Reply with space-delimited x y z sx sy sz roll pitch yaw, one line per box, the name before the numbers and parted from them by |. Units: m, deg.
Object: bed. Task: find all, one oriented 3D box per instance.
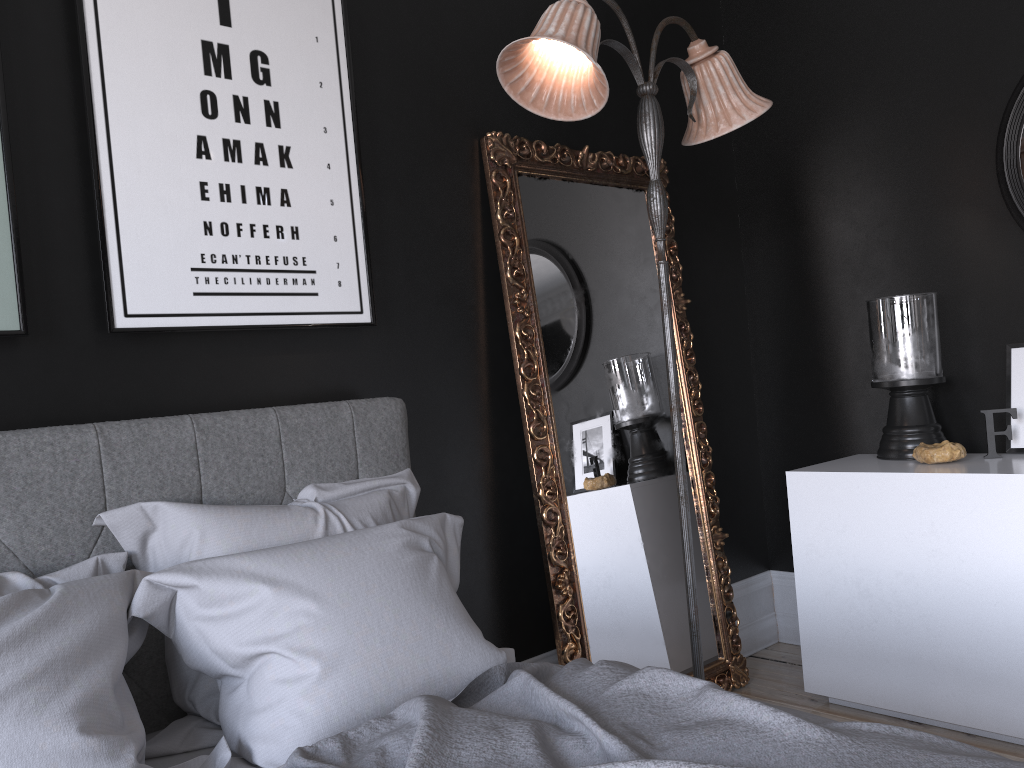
bed | -0.028 0.650 0.948 3.286 1.298 2.763 -5 0 37

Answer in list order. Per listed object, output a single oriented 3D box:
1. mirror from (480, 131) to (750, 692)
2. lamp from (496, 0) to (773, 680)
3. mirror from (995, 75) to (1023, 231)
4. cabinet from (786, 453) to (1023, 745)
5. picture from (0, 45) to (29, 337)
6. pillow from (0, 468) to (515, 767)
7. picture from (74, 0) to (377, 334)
mirror | 0.433 0.170 3.363 0.990 2.192 0.254 -6 1 -42
lamp | 0.497 0.046 2.715 0.986 2.412 0.772 -5 1 -9
mirror | 2.102 -0.833 2.946 0.061 0.924 0.925 -6 1 -42
cabinet | 2.076 0.674 2.643 0.569 0.882 2.398 -6 0 -42
picture | -1.485 -0.624 1.823 0.791 1.079 0.014 -6 1 -42
pillow | -0.738 0.533 1.816 1.828 0.760 0.680 -5 0 -42
picture | -0.763 -0.687 2.467 0.791 1.079 0.014 -6 1 -42
